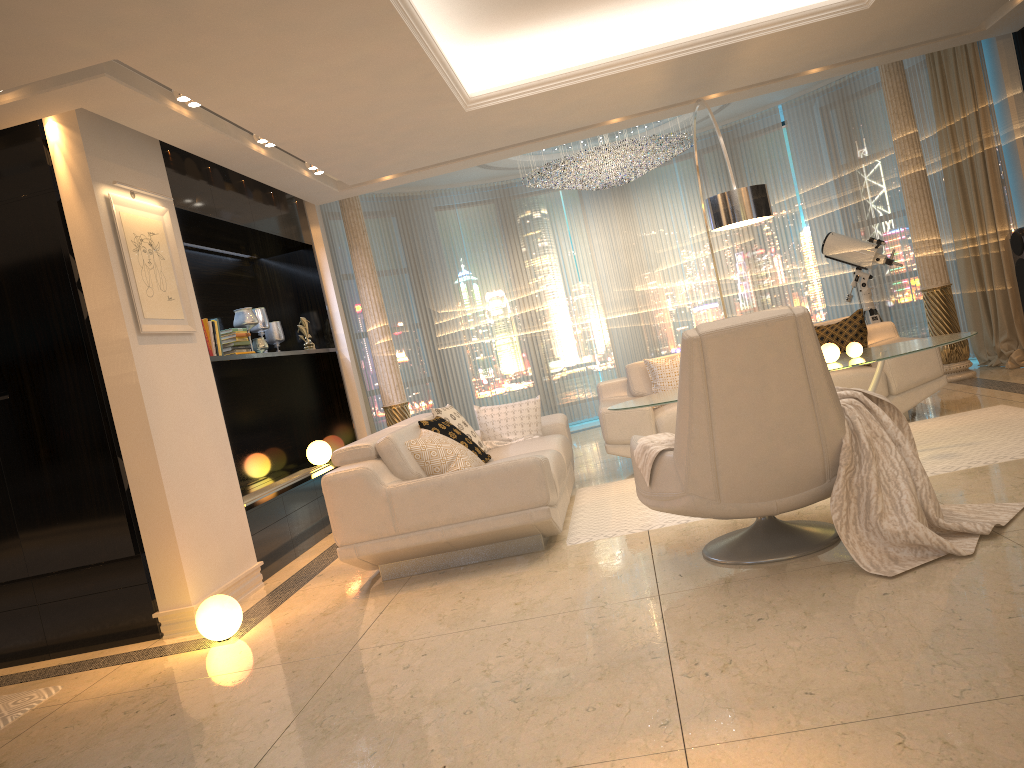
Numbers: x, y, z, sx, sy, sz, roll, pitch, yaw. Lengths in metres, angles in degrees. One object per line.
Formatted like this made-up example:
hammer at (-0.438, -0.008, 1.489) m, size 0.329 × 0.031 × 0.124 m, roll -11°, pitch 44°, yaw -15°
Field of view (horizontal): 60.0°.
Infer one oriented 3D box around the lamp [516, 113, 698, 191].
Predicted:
lamp at (0.973, -2.360, 9.124) m, size 2.109 × 0.685 × 2.109 m, roll -14°, pitch 3°, yaw -38°

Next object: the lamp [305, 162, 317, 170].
lamp at (-1.468, -1.639, 6.509) m, size 0.107 × 0.127 × 0.107 m, roll -13°, pitch 2°, yaw -12°

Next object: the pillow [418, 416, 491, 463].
pillow at (-0.337, 0.344, 5.466) m, size 0.323 × 0.355 × 0.524 m, roll -12°, pitch 2°, yaw 8°

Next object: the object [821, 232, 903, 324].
object at (3.141, -0.665, 7.763) m, size 0.616 × 1.471 × 0.570 m, roll -12°, pitch 2°, yaw 13°

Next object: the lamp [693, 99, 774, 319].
lamp at (1.605, -0.815, 6.430) m, size 0.393 × 2.519 × 2.009 m, roll -12°, pitch 2°, yaw 7°

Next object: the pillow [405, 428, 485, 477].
pillow at (-0.372, 0.404, 5.012) m, size 0.351 × 0.329 × 0.521 m, roll -12°, pitch 2°, yaw 7°

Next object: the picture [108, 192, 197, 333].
picture at (-1.939, -0.630, 4.801) m, size 0.027 × 0.729 × 0.610 m, roll -12°, pitch 2°, yaw 7°

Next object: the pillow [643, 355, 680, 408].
pillow at (1.252, -0.049, 6.687) m, size 0.463 × 0.380 × 0.222 m, roll -12°, pitch 2°, yaw 12°

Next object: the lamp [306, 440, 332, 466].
lamp at (-1.652, 0.589, 7.597) m, size 0.212 × 0.214 × 0.213 m, roll -14°, pitch 2°, yaw -32°

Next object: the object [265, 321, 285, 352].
object at (-1.966, -0.355, 7.390) m, size 0.147 × 0.317 × 0.147 m, roll -12°, pitch 2°, yaw 9°

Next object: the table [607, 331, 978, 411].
table at (1.672, 0.199, 5.219) m, size 2.140 × 0.565 × 0.999 m, roll -12°, pitch 2°, yaw 6°

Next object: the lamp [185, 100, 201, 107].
lamp at (-1.680, -1.525, 4.666) m, size 0.107 × 0.127 × 0.107 m, roll -12°, pitch 2°, yaw 18°

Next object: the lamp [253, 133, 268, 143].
lamp at (-1.575, -1.581, 5.573) m, size 0.107 × 0.127 × 0.107 m, roll -12°, pitch 2°, yaw 18°

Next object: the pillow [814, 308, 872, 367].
pillow at (2.327, -0.286, 6.479) m, size 0.575 × 0.436 × 0.301 m, roll -11°, pitch 3°, yaw 38°

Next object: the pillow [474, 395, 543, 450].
pillow at (-0.043, 0.267, 6.181) m, size 0.521 × 0.325 × 0.281 m, roll -12°, pitch 2°, yaw 17°

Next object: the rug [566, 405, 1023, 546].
rug at (1.759, 0.482, 5.217) m, size 2.900 × 0.020 × 1.661 m, roll -12°, pitch 2°, yaw 7°

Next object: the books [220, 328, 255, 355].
books at (-1.953, -0.266, 6.127) m, size 0.260 × 0.197 × 0.296 m, roll -12°, pitch 2°, yaw 10°

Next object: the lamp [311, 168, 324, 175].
lamp at (-1.455, -1.634, 6.639) m, size 0.107 × 0.127 × 0.107 m, roll -13°, pitch 2°, yaw -12°

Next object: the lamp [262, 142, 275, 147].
lamp at (-1.561, -1.588, 5.695) m, size 0.107 × 0.127 × 0.107 m, roll -13°, pitch 2°, yaw -12°

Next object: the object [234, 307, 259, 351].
object at (-1.969, -0.373, 6.634) m, size 0.181 × 0.381 × 0.181 m, roll -12°, pitch 2°, yaw 1°

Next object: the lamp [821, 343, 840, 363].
lamp at (1.821, -0.178, 5.088) m, size 0.115 × 0.115 × 0.115 m, roll -11°, pitch 2°, yaw 33°

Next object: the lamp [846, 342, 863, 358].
lamp at (1.958, -0.195, 5.071) m, size 0.090 × 0.091 × 0.090 m, roll -14°, pitch 2°, yaw -32°

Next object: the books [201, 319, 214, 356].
books at (-2.011, -0.263, 5.453) m, size 0.208 × 0.270 × 0.240 m, roll -12°, pitch 2°, yaw 7°

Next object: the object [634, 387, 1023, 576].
object at (1.238, 0.353, 3.691) m, size 1.347 × 0.580 × 0.972 m, roll -10°, pitch 3°, yaw 44°

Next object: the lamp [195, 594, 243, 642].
lamp at (-1.392, 1.110, 4.216) m, size 0.213 × 0.214 × 0.212 m, roll -14°, pitch 3°, yaw -43°

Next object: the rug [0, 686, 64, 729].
rug at (-4.538, 1.933, 3.578) m, size 5.025 × 0.015 × 1.526 m, roll -12°, pitch 2°, yaw 7°

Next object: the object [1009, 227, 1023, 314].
object at (4.061, -0.649, 6.570) m, size 0.468 × 1.127 × 0.285 m, roll -12°, pitch 2°, yaw 7°

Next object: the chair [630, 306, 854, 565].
chair at (0.989, 0.206, 3.657) m, size 1.027 × 0.991 × 0.983 m, roll -12°, pitch 2°, yaw 6°

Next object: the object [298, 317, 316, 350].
object at (-1.722, -0.412, 7.401) m, size 0.116 × 0.293 × 0.182 m, roll -12°, pitch 2°, yaw 4°

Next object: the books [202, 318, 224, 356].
books at (-1.987, -0.273, 5.683) m, size 0.212 × 0.261 × 0.210 m, roll -12°, pitch 2°, yaw 7°

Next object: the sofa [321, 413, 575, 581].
sofa at (-0.241, 0.531, 5.529) m, size 1.145 × 0.754 × 2.328 m, roll -12°, pitch 2°, yaw 7°

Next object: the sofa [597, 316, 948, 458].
sofa at (1.807, 0.041, 6.572) m, size 2.328 × 0.754 × 1.145 m, roll -12°, pitch 2°, yaw 7°

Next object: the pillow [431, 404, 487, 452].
pillow at (-0.330, 0.311, 5.925) m, size 0.255 × 0.399 × 0.526 m, roll -12°, pitch 2°, yaw 7°

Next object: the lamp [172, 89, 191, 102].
lamp at (-1.693, -1.518, 4.552) m, size 0.107 × 0.127 × 0.107 m, roll -12°, pitch 2°, yaw 18°

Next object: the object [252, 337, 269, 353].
object at (-1.919, -0.273, 6.766) m, size 0.119 × 0.154 × 0.119 m, roll -12°, pitch 2°, yaw 17°

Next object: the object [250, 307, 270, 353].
object at (-2.013, -0.391, 7.132) m, size 0.156 × 0.426 × 0.156 m, roll -12°, pitch 2°, yaw 12°
